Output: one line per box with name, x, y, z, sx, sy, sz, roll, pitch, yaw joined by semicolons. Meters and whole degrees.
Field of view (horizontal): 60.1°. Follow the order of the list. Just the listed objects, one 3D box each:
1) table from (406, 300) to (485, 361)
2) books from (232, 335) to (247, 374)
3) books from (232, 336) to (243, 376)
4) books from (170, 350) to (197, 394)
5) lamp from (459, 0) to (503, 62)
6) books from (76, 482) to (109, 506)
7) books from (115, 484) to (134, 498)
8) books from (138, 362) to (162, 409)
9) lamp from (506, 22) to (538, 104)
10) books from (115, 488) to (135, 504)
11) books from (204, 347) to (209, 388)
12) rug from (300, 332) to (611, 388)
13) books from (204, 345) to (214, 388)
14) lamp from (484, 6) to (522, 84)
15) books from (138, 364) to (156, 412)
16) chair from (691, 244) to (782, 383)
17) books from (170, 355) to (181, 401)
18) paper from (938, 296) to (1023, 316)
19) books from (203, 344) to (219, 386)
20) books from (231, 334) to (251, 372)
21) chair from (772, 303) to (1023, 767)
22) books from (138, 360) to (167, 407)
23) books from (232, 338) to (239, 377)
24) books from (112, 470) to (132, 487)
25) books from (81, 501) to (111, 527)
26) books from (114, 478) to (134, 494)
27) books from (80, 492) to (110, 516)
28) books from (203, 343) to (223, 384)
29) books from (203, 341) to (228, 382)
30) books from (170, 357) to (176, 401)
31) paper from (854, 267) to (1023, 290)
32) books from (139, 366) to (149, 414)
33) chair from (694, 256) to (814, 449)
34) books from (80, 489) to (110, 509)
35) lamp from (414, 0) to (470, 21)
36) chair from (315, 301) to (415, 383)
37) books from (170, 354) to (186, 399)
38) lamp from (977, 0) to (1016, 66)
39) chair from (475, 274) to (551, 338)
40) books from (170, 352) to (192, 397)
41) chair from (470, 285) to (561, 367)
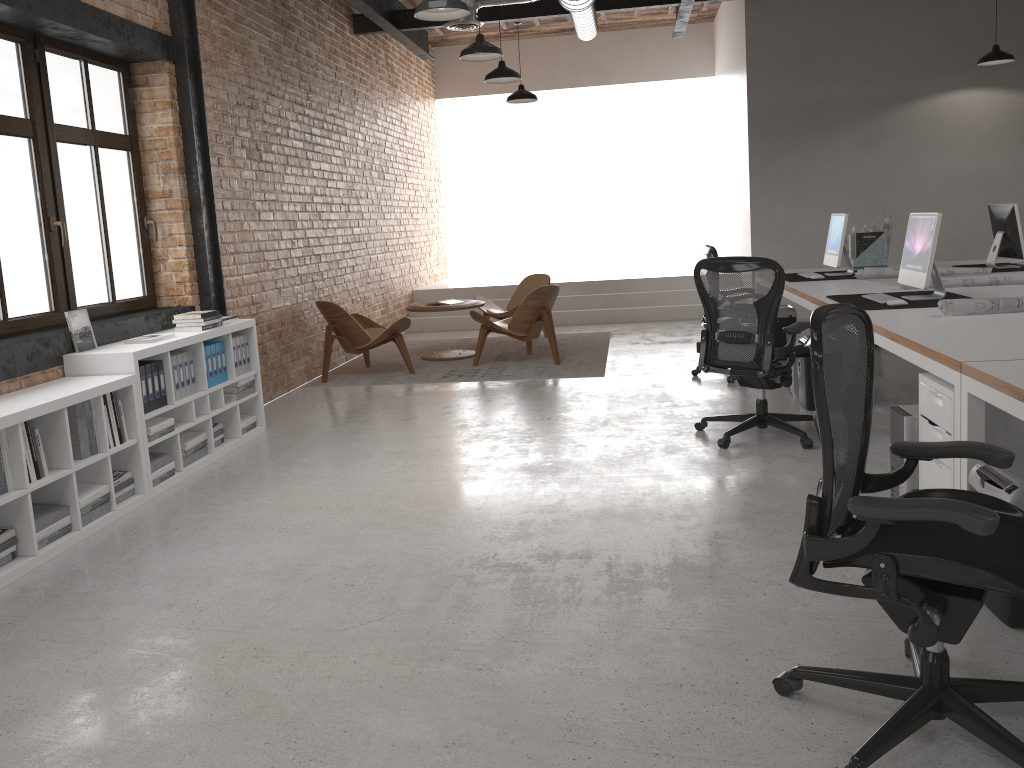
table;-0.673;-0.563;9.247;0.826;0.566;0.832;-4;9;-4
books;-1.942;-0.197;6.048;0.232;0.259;0.062;-2;8;8
books;-1.950;-0.185;5.985;0.232;0.259;0.062;-2;8;8
books;-2.044;-0.067;5.366;0.232;0.259;0.062;-2;8;8
lamp;-0.276;-3.085;7.168;0.362;0.850;0.364;-6;8;-14
books;-2.120;0.531;4.299;0.214;0.051;0.254;-2;10;8
books;-2.092;0.549;4.610;0.163;0.047;0.241;-2;10;8
books;-2.093;0.013;4.946;0.232;0.259;0.062;-2;8;8
lamp;0.088;-3.611;9.938;0.362;0.850;0.364;-6;8;-14
books;-2.100;0.581;4.602;0.184;0.049;0.263;-2;10;8
books;-2.013;-0.093;5.501;0.232;0.259;0.062;-2;8;8
rug;-0.368;-0.291;9.213;2.728;0.004;3.020;-2;10;8
books;-2.005;-0.105;5.563;0.232;0.259;0.062;-2;8;8
lamp;-0.129;-3.570;8.375;0.362;1.354;0.364;-6;8;-14
books;-2.101;0.025;4.883;0.232;0.259;0.062;-2;8;8
chair;1.853;-0.618;7.240;0.793;1.078;0.775;-5;9;-8
books;-2.069;-0.030;5.175;0.232;0.259;0.062;-2;8;8
paper;2.637;-0.398;4.275;1.134;0.082;0.083;-3;9;3
books;-1.997;-0.117;5.627;0.232;0.259;0.062;-2;8;8
books;-1.933;-0.209;6.112;0.232;0.259;0.062;-2;8;8
chair;1.052;0.343;2.219;0.792;1.078;0.776;-1;9;16
books;-2.085;0.000;5.010;0.232;0.259;0.062;-2;8;8
books;-1.958;-0.173;5.921;0.232;0.259;0.062;-2;8;8
books;-2.114;0.488;4.617;0.199;0.054;0.241;-2;10;8
books;-2.121;0.629;4.293;0.217;0.071;0.292;-2;10;8
books;-2.119;0.525;4.598;0.222;0.055;0.284;-2;10;8
books;-2.117;0.577;4.293;0.206;0.066;0.277;-2;10;8
books;-1.989;-0.129;5.690;0.232;0.259;0.062;-2;8;8
books;-1.980;-0.141;5.754;0.232;0.259;0.062;-2;8;8
books;-2.078;-0.019;5.113;0.232;0.259;0.062;-2;8;8
paper;2.975;-0.741;6.055;0.975;0.105;1.083;-3;10;5
books;-2.110;0.037;4.819;0.232;0.259;0.062;-2;8;8
chair;1.434;-0.230;5.244;0.771;1.078;0.797;2;10;31
books;-2.120;0.550;4.297;0.219;0.039;0.262;-2;10;8
lamp;-0.492;-3.045;5.612;0.362;1.354;0.364;0;8;25
chair;-1.408;-0.469;8.463;0.868;0.747;0.862;-5;9;-11
books;-2.061;-0.042;5.239;0.232;0.259;0.062;-2;8;8
lamp;5.060;-3.796;9.254;0.362;0.850;0.364;-6;8;-14
chair;0.074;-0.816;9.865;0.868;0.747;0.861;-6;9;-15
books;-2.053;-0.055;5.302;0.232;0.259;0.062;-2;8;8
chair;0.006;-0.580;8.588;0.857;0.747;0.872;-6;9;-15
